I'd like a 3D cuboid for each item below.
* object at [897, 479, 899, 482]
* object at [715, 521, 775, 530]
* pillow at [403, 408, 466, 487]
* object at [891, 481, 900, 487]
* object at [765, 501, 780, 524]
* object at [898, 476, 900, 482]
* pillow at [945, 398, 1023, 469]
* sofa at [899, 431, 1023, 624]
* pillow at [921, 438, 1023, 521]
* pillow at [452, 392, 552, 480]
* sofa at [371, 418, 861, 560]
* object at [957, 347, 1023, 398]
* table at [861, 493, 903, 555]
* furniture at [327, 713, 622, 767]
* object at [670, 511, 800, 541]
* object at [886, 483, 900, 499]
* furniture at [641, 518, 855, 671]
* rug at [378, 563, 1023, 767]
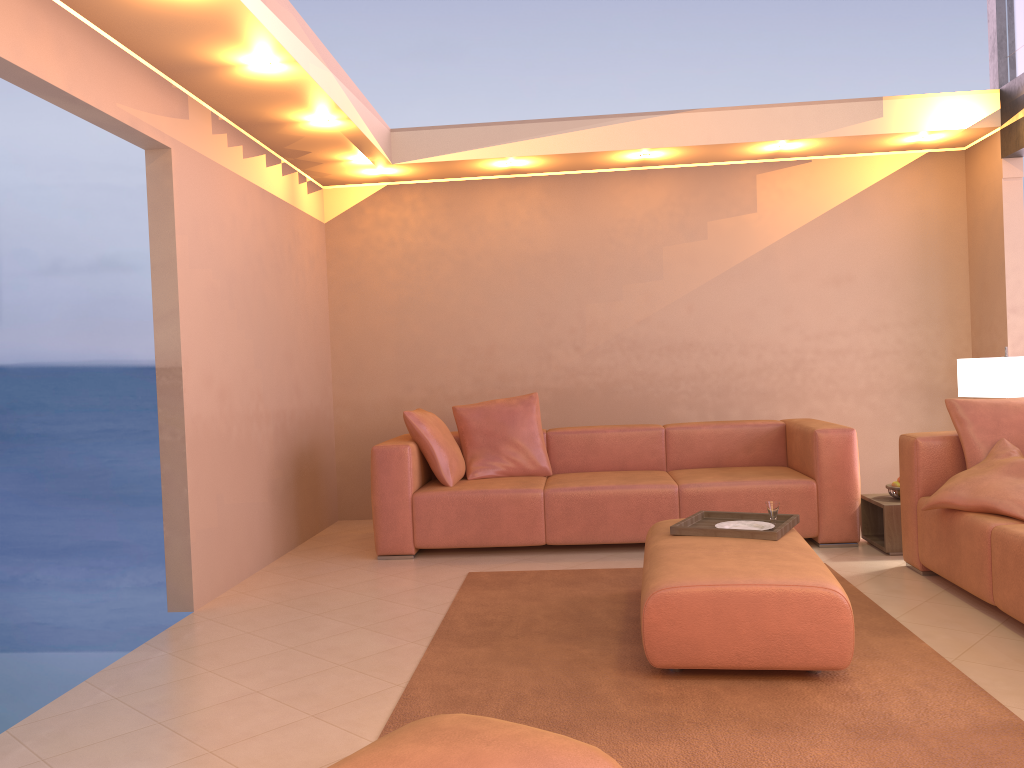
[{"bbox_3d":[2.143,0.530,4.868,0.054,0.046,0.047,-3,1,-9],"label":"object"},{"bbox_3d":[0.964,0.596,3.674,0.240,0.018,0.240,-3,1,-32],"label":"object"},{"bbox_3d":[-0.464,0.390,5.480,0.335,0.486,0.554,-2,1,1],"label":"pillow"},{"bbox_3d":[2.089,0.552,4.817,0.045,0.047,0.055,-3,1,-19],"label":"object"},{"bbox_3d":[1.116,0.551,3.792,0.061,0.091,0.061,-3,1,-11],"label":"object"},{"bbox_3d":[2.135,0.524,4.815,0.068,0.061,0.069,-3,1,-34],"label":"object"},{"bbox_3d":[2.318,0.288,4.064,0.519,0.455,0.314,-2,1,1],"label":"pillow"},{"bbox_3d":[2.281,0.574,3.026,0.943,0.672,2.781,-2,1,4],"label":"sofa"},{"bbox_3d":[2.095,0.395,3.739,0.514,0.292,0.517,-3,1,-26],"label":"pillow"},{"bbox_3d":[-0.068,0.330,5.638,0.582,0.528,0.302,-3,1,-12],"label":"pillow"},{"bbox_3d":[0.593,0.612,5.449,2.781,0.672,0.943,-2,1,4],"label":"sofa"},{"bbox_3d":[2.694,0.197,4.811,0.344,0.799,0.344,-3,1,-17],"label":"object"},{"bbox_3d":[2.424,0.744,4.804,0.918,0.268,0.412,-2,1,4],"label":"table"},{"bbox_3d":[-0.124,0.949,1.998,0.659,0.226,0.699,-2,1,34],"label":"furniture"},{"bbox_3d":[0.945,0.592,3.738,0.436,0.034,0.421,-2,1,29],"label":"object"},{"bbox_3d":[2.158,0.586,4.818,0.235,0.071,0.235,-3,1,-3],"label":"object"},{"bbox_3d":[0.863,0.765,3.498,0.685,0.301,1.291,-2,1,9],"label":"furniture"},{"bbox_3d":[0.585,0.978,3.290,1.833,0.005,2.626,-2,1,4],"label":"rug"}]
